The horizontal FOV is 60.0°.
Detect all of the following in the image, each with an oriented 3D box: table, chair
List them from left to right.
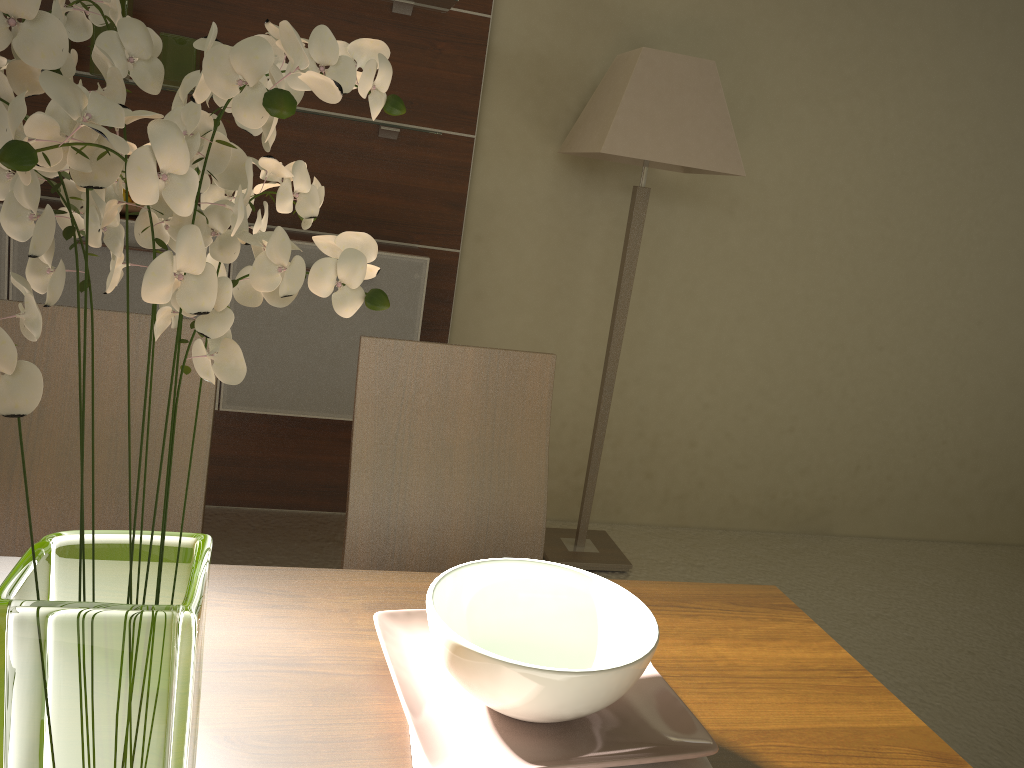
[{"bbox_3d":[-0.666,0.433,1.292,0.404,1.017,0.507,5,13,-14],"label":"chair"},{"bbox_3d":[-0.241,0.737,0.745,1.411,0.790,1.000,5,13,-14],"label":"table"},{"bbox_3d":[-0.099,0.483,1.450,0.404,1.017,0.507,5,13,-17],"label":"chair"}]

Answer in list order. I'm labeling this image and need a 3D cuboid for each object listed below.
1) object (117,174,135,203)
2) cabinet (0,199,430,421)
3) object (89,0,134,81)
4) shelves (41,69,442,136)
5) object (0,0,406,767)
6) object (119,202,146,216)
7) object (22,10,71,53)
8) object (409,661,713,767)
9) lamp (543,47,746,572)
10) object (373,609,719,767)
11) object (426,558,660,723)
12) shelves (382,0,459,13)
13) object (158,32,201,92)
[{"bbox_3d":[-1.215,-0.608,2.758,0.259,0.139,0.230,-4,17,-43],"label":"object"},{"bbox_3d":[-1.527,-0.282,2.774,2.463,0.570,0.372,5,13,-14],"label":"cabinet"},{"bbox_3d":[-1.207,-1.055,2.675,0.099,0.259,0.099,5,13,-15],"label":"object"},{"bbox_3d":[-1.442,-0.951,2.681,2.463,0.008,0.255,5,13,-14],"label":"shelves"},{"bbox_3d":[-0.243,0.060,0.540,0.302,0.608,0.304,6,13,-11],"label":"object"},{"bbox_3d":[-1.208,-0.555,2.779,0.337,0.053,0.337,12,13,16],"label":"object"},{"bbox_3d":[-1.390,-1.024,2.651,0.112,0.160,0.111,5,13,-15],"label":"object"},{"bbox_3d":[0.064,0.368,0.747,0.287,0.010,0.589,6,13,-11],"label":"object"},{"bbox_3d":[0.379,-0.224,3.143,0.499,1.782,0.499,5,13,-14],"label":"lamp"},{"bbox_3d":[0.018,0.310,0.901,0.283,0.033,0.283,4,13,-20],"label":"object"},{"bbox_3d":[0.024,0.270,0.892,0.233,0.101,0.233,3,14,-25],"label":"object"},{"bbox_3d":[-1.382,-1.345,2.593,2.463,0.008,0.255,5,13,-14],"label":"shelves"},{"bbox_3d":[-1.033,-0.993,2.753,0.111,0.160,0.112,5,13,-15],"label":"object"}]
